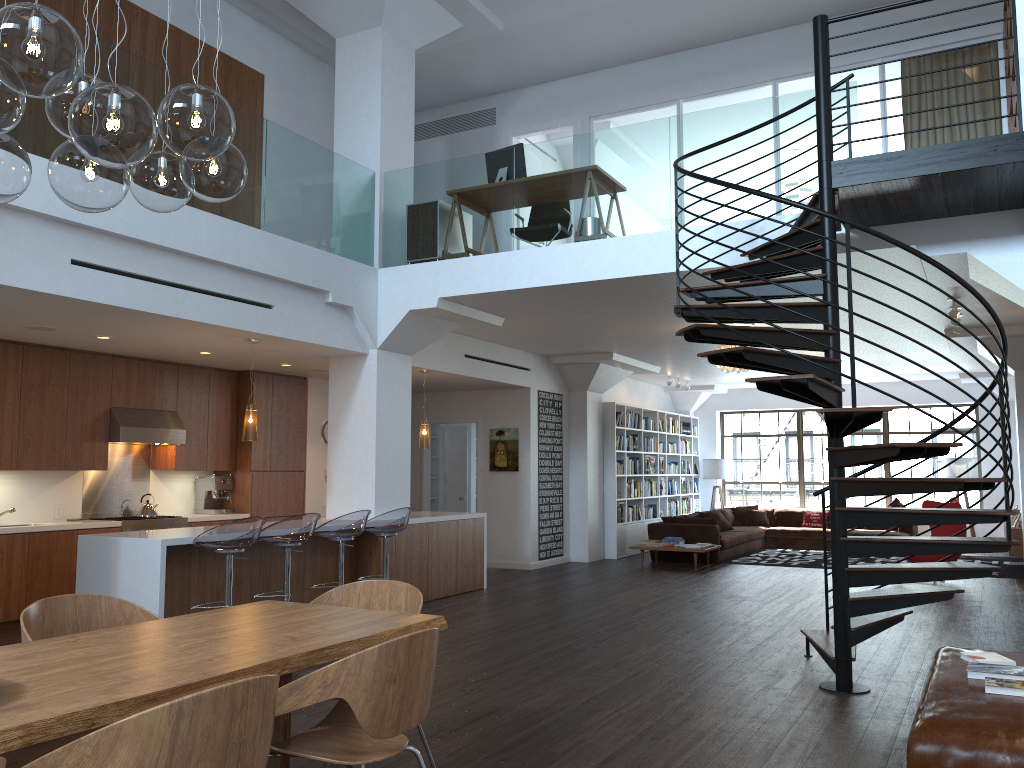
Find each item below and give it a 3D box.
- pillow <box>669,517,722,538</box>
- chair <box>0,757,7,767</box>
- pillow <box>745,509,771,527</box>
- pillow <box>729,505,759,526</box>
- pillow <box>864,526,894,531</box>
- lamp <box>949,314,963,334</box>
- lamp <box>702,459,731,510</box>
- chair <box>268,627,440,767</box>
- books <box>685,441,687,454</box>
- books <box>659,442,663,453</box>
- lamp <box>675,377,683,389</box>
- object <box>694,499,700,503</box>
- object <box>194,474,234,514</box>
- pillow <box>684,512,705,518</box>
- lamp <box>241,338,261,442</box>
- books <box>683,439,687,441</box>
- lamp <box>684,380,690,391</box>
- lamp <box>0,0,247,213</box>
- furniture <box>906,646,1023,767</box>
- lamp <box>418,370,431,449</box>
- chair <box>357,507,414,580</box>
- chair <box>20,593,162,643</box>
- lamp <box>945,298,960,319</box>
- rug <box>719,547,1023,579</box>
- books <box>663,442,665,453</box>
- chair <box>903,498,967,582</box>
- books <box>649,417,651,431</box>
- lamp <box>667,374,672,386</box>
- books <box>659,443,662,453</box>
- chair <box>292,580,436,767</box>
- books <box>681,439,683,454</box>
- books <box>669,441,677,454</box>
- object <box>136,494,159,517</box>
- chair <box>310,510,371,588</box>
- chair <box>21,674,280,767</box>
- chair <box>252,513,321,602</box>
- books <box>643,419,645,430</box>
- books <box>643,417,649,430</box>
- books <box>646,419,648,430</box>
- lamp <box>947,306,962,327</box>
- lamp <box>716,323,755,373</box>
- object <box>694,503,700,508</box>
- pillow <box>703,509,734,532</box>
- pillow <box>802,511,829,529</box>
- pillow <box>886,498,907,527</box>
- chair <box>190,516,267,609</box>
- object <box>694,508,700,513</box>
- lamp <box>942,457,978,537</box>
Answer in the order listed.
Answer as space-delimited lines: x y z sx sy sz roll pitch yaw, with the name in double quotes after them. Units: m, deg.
2.780 2.188 13.420 0.750 0.364 0.289 -3 -6 27 "pillow"
-1.259 1.076 1.549 0.618 0.833 0.629 -3 -6 28 "chair"
4.451 2.441 16.162 0.489 0.337 0.238 0 -6 -2 "pillow"
4.328 2.440 16.339 0.580 0.418 0.334 0 -6 1 "pillow"
6.304 2.326 15.198 0.248 0.362 0.542 5 -7 -41 "pillow"
4.730 -0.635 9.419 0.120 0.211 0.111 3 -6 -27 "lamp"
4.054 2.276 17.500 0.545 1.579 0.545 -2 -6 17 "lamp"
-0.545 1.208 2.898 0.617 0.830 0.629 -3 -6 28 "chair"
3.275 1.228 17.056 0.183 0.253 0.034 -3 -6 28 "books"
2.634 1.142 15.871 0.139 0.191 0.036 -3 -6 28 "books"
2.942 -0.019 15.659 0.120 0.211 0.111 1 -6 -12 "lamp"
3.477 2.307 17.453 0.316 0.088 0.410 -3 -6 28 "object"
-3.336 1.252 10.078 0.439 0.455 0.284 -3 -6 28 "object"
2.873 2.171 13.676 0.269 0.411 0.559 2 -6 -16 "pillow"
-1.048 -0.347 8.368 2.842 1.807 0.149 2 -6 -22 "lamp"
3.284 1.213 17.092 0.176 0.290 0.036 -3 -6 28 "books"
3.188 0.026 16.113 0.120 0.211 0.111 0 -6 2 "lamp"
-1.462 -1.632 2.703 0.849 2.140 1.787 -3 -6 27 "lamp"
2.195 1.475 3.655 0.907 0.453 1.819 -3 -6 28 "furniture"
-1.005 0.289 10.198 0.149 0.900 0.149 2 -6 -17 "lamp"
-1.147 1.624 8.044 0.481 1.014 0.530 -3 -7 30 "chair"
-1.586 1.265 3.462 0.618 0.833 0.629 -3 -6 26 "chair"
4.245 -0.724 8.521 0.120 0.211 0.111 0 -6 2 "lamp"
5.509 2.653 13.318 4.200 0.007 3.100 -3 -6 30 "rug"
2.665 1.142 15.923 0.146 0.202 0.027 -3 -6 28 "books"
5.307 1.942 11.191 0.798 1.006 0.801 4 -7 -36 "chair"
2.336 0.699 15.371 0.140 0.231 0.042 -3 -6 28 "books"
2.703 -0.063 15.215 0.120 0.211 0.111 3 -6 -27 "lamp"
2.610 1.147 15.820 0.126 0.173 0.032 -3 -6 28 "books"
-0.698 1.302 3.836 0.629 0.833 0.618 -2 -6 23 "chair"
3.157 1.189 16.852 0.176 0.290 0.053 -3 -6 28 "books"
3.003 1.190 16.571 0.140 0.231 0.042 -3 -6 28 "books"
-3.828 1.269 9.318 0.222 0.235 0.222 0 -6 3 "object"
-1.446 1.569 7.491 0.481 1.014 0.530 -3 -6 26 "chair"
-0.914 1.143 2.228 0.618 0.833 0.629 -3 -6 30 "chair"
-1.762 1.515 6.941 0.481 1.014 0.530 -3 -6 26 "chair"
2.188 0.691 15.082 0.139 0.191 0.036 -3 -6 28 "books"
2.291 0.690 15.285 0.140 0.231 0.042 -3 -6 28 "books"
2.254 0.698 15.207 0.146 0.202 0.027 -3 -6 28 "books"
4.491 -0.679 8.975 0.120 0.211 0.111 1 -6 -12 "lamp"
2.532 -0.400 10.058 0.442 0.539 0.441 2 -6 -19 "lamp"
3.484 2.394 17.441 0.331 0.088 0.410 -3 -6 28 "object"
3.454 2.321 14.976 0.325 0.391 0.625 -6 -8 44 "pillow"
5.407 2.422 15.809 0.465 0.308 0.220 -3 -6 24 "pillow"
6.564 2.249 15.253 0.651 0.587 0.335 -1 -6 7 "pillow"
-2.037 1.459 6.373 0.481 1.014 0.530 -3 -7 30 "chair"
3.484 2.482 17.432 0.331 0.088 0.410 -3 -6 28 "object"
7.804 2.066 15.377 0.545 1.579 0.545 -5 -7 39 "lamp"
